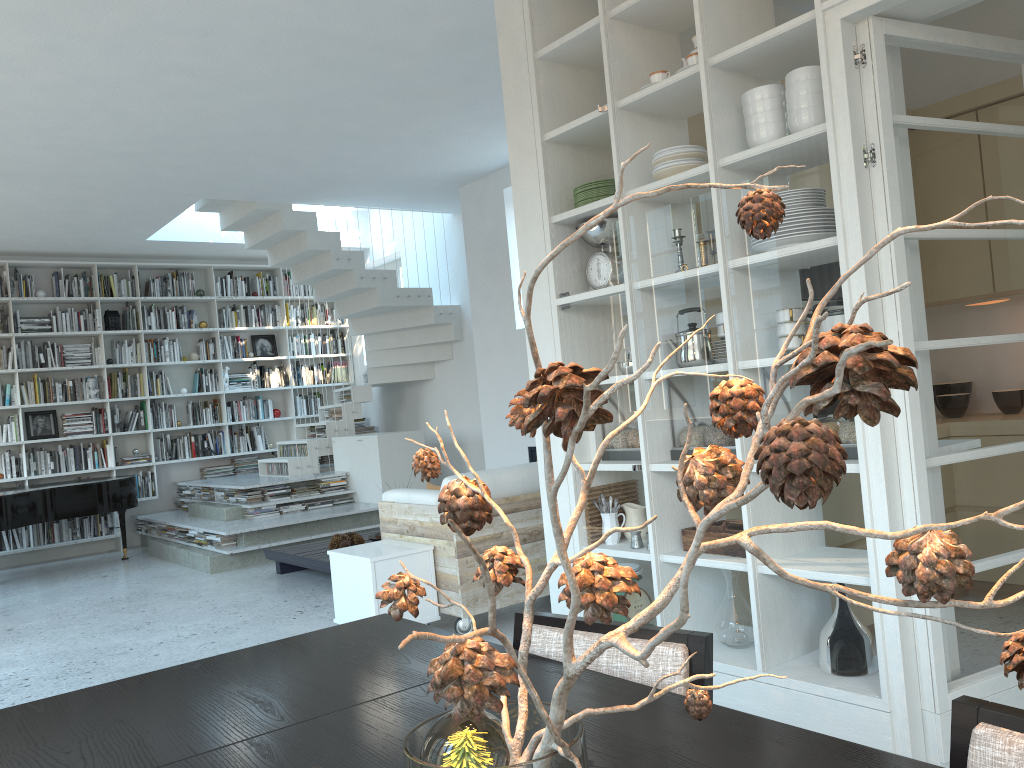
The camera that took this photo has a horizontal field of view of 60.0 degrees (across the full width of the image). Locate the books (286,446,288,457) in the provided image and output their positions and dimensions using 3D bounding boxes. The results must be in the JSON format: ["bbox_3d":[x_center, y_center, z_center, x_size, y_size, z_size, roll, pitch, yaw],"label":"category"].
[{"bbox_3d":[-2.426,0.736,9.791,0.125,0.125,0.007,-5,-1,-37],"label":"books"}]

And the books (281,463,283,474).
[{"bbox_3d":[-2.418,0.906,9.556,0.125,0.125,0.008,-5,-1,-37],"label":"books"}]

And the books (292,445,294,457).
[{"bbox_3d":[-2.328,0.725,9.660,0.125,0.125,0.008,-5,-1,-37],"label":"books"}]

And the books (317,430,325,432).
[{"bbox_3d":[-2.073,0.517,9.940,0.189,0.012,0.155,-5,-1,-34],"label":"books"}]

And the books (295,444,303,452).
[{"bbox_3d":[-2.285,0.720,9.604,0.125,0.125,0.009,-5,-1,-37],"label":"books"}]

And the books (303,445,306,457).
[{"bbox_3d":[-2.154,0.704,9.430,0.125,0.125,0.011,-5,-1,-37],"label":"books"}]

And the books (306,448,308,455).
[{"bbox_3d":[-2.110,0.700,9.372,0.125,0.123,0.035,-5,-1,-37],"label":"books"}]

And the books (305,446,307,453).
[{"bbox_3d":[-2.119,0.702,9.384,0.125,0.123,0.035,-5,-1,-37],"label":"books"}]

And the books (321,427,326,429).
[{"bbox_3d":[-2.055,0.492,9.956,0.133,0.017,0.178,-5,-1,-33],"label":"books"}]

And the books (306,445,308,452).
[{"bbox_3d":[-2.101,0.699,9.359,0.125,0.123,0.036,-5,-1,-37],"label":"books"}]

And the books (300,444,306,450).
[{"bbox_3d":[-2.205,0.710,9.497,0.125,0.125,0.007,-5,-1,-37],"label":"books"}]

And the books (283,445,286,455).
[{"bbox_3d":[-2.486,0.744,9.871,0.125,0.125,0.010,-5,-1,-37],"label":"books"}]

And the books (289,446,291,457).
[{"bbox_3d":[-2.375,0.730,9.724,0.125,0.125,0.010,-5,-1,-37],"label":"books"}]

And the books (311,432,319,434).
[{"bbox_3d":[-2.190,0.557,10.129,0.145,0.015,0.166,-4,-1,-42],"label":"books"}]

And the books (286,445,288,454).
[{"bbox_3d":[-2.436,0.738,9.804,0.125,0.125,0.008,-5,-1,-37],"label":"books"}]

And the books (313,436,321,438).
[{"bbox_3d":[-2.174,0.598,10.138,0.130,0.014,0.188,-5,-1,-37],"label":"books"}]

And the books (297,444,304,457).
[{"bbox_3d":[-2.254,0.716,9.562,0.125,0.125,0.012,-5,-1,-37],"label":"books"}]

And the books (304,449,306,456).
[{"bbox_3d":[-2.143,0.704,9.415,0.125,0.123,0.034,-5,-1,-37],"label":"books"}]

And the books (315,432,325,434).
[{"bbox_3d":[-2.070,0.543,9.941,0.184,0.014,0.225,-4,-1,-40],"label":"books"}]

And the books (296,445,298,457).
[{"bbox_3d":[-2.265,0.717,9.577,0.125,0.125,0.009,-5,-1,-37],"label":"books"}]

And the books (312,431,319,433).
[{"bbox_3d":[-2.186,0.543,10.134,0.132,0.010,0.198,-5,-1,-33],"label":"books"}]

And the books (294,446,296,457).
[{"bbox_3d":[-2.297,0.721,9.620,0.125,0.125,0.009,-5,-1,-37],"label":"books"}]

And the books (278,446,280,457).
[{"bbox_3d":[-2.560,0.752,9.969,0.125,0.125,0.009,-5,-1,-37],"label":"books"}]

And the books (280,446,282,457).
[{"bbox_3d":[-2.527,0.749,9.925,0.125,0.125,0.010,-5,-1,-37],"label":"books"}]

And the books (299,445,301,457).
[{"bbox_3d":[-2.214,0.711,9.510,0.125,0.125,0.009,-5,-1,-37],"label":"books"}]

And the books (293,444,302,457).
[{"bbox_3d":[-2.310,0.723,9.636,0.125,0.125,0.008,-5,-1,-37],"label":"books"}]

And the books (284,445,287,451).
[{"bbox_3d":[-2.463,0.741,9.840,0.125,0.125,0.009,-5,-1,-37],"label":"books"}]

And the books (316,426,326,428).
[{"bbox_3d":[-2.076,0.478,9.941,0.177,0.014,0.194,-4,-1,-42],"label":"books"}]

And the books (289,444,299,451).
[{"bbox_3d":[-2.381,0.731,9.731,0.125,0.125,0.007,-5,-1,-37],"label":"books"}]

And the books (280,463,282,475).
[{"bbox_3d":[-2.436,0.908,9.579,0.125,0.125,0.008,-5,-1,-37],"label":"books"}]

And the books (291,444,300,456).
[{"bbox_3d":[-2.356,0.728,9.698,0.125,0.125,0.007,-5,-1,-37],"label":"books"}]

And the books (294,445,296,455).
[{"bbox_3d":[-2.291,0.720,9.612,0.125,0.125,0.011,-5,-1,-37],"label":"books"}]

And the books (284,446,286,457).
[{"bbox_3d":[-2.459,0.740,9.835,0.125,0.125,0.009,-5,-1,-37],"label":"books"}]

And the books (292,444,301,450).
[{"bbox_3d":[-2.332,0.725,9.666,0.125,0.125,0.008,-5,-1,-37],"label":"books"}]

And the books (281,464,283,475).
[{"bbox_3d":[-2.423,0.907,9.562,0.125,0.125,0.007,-5,-1,-37],"label":"books"}]

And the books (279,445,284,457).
[{"bbox_3d":[-2.542,0.750,9.945,0.125,0.125,0.009,-5,-1,-37],"label":"books"}]

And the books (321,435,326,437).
[{"bbox_3d":[-2.052,0.578,9.951,0.137,0.013,0.199,-5,-1,-31],"label":"books"}]

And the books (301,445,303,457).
[{"bbox_3d":[-2.184,0.708,9.469,0.125,0.125,0.010,-5,-1,-37],"label":"books"}]

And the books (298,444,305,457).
[{"bbox_3d":[-2.230,0.713,9.530,0.125,0.125,0.008,-5,-1,-37],"label":"books"}]

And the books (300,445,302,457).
[{"bbox_3d":[-2.201,0.710,9.492,0.125,0.125,0.008,-5,-1,-37],"label":"books"}]

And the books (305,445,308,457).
[{"bbox_3d":[-2.115,0.701,9.378,0.125,0.123,0.036,-5,-1,-37],"label":"books"}]

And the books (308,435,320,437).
[{"bbox_3d":[-2.202,0.589,10.118,0.188,0.007,0.195,-4,-1,-40],"label":"books"}]

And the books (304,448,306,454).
[{"bbox_3d":[-2.138,0.704,9.409,0.125,0.123,0.035,-5,-1,-37],"label":"books"}]

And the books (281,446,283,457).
[{"bbox_3d":[-2.510,0.747,9.903,0.125,0.125,0.007,-5,-1,-37],"label":"books"}]

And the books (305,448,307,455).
[{"bbox_3d":[-2.124,0.702,9.390,0.125,0.123,0.034,-5,-1,-37],"label":"books"}]

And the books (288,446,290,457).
[{"bbox_3d":[-2.391,0.732,9.745,0.125,0.125,0.010,-5,-1,-37],"label":"books"}]

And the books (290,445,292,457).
[{"bbox_3d":[-2.361,0.729,9.705,0.125,0.125,0.010,-5,-1,-37],"label":"books"}]

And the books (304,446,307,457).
[{"bbox_3d":[-2.133,0.703,9.403,0.125,0.123,0.036,-5,-1,-37],"label":"books"}]

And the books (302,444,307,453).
[{"bbox_3d":[-2.178,0.707,9.462,0.125,0.125,0.008,-5,-1,-37],"label":"books"}]

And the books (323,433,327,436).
[{"bbox_3d":[-1.975,0.543,9.669,0.171,0.019,0.240,-5,-1,-12],"label":"books"}]

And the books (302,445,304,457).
[{"bbox_3d":[-2.169,0.706,9.450,0.125,0.125,0.008,-5,-1,-37],"label":"books"}]

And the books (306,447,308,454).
[{"bbox_3d":[-2.106,0.700,9.366,0.125,0.123,0.034,-5,-1,-37],"label":"books"}]

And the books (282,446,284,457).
[{"bbox_3d":[-2.492,0.744,9.879,0.125,0.125,0.008,-5,-1,-37],"label":"books"}]

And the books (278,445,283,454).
[{"bbox_3d":[-2.570,0.754,9.982,0.125,0.125,0.008,-5,-1,-37],"label":"books"}]

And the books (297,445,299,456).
[{"bbox_3d":[-2.248,0.715,9.554,0.125,0.125,0.018,-5,-1,-37],"label":"books"}]

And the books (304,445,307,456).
[{"bbox_3d":[-2.128,0.702,9.396,0.125,0.123,0.034,-5,-1,-37],"label":"books"}]

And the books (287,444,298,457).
[{"bbox_3d":[-2.409,0.734,9.768,0.125,0.125,0.008,-5,-1,-37],"label":"books"}]

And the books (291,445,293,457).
[{"bbox_3d":[-2.342,0.726,9.680,0.125,0.125,0.010,-5,-1,-37],"label":"books"}]

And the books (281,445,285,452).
[{"bbox_3d":[-2.515,0.747,9.909,0.125,0.125,0.008,-5,-1,-37],"label":"books"}]
